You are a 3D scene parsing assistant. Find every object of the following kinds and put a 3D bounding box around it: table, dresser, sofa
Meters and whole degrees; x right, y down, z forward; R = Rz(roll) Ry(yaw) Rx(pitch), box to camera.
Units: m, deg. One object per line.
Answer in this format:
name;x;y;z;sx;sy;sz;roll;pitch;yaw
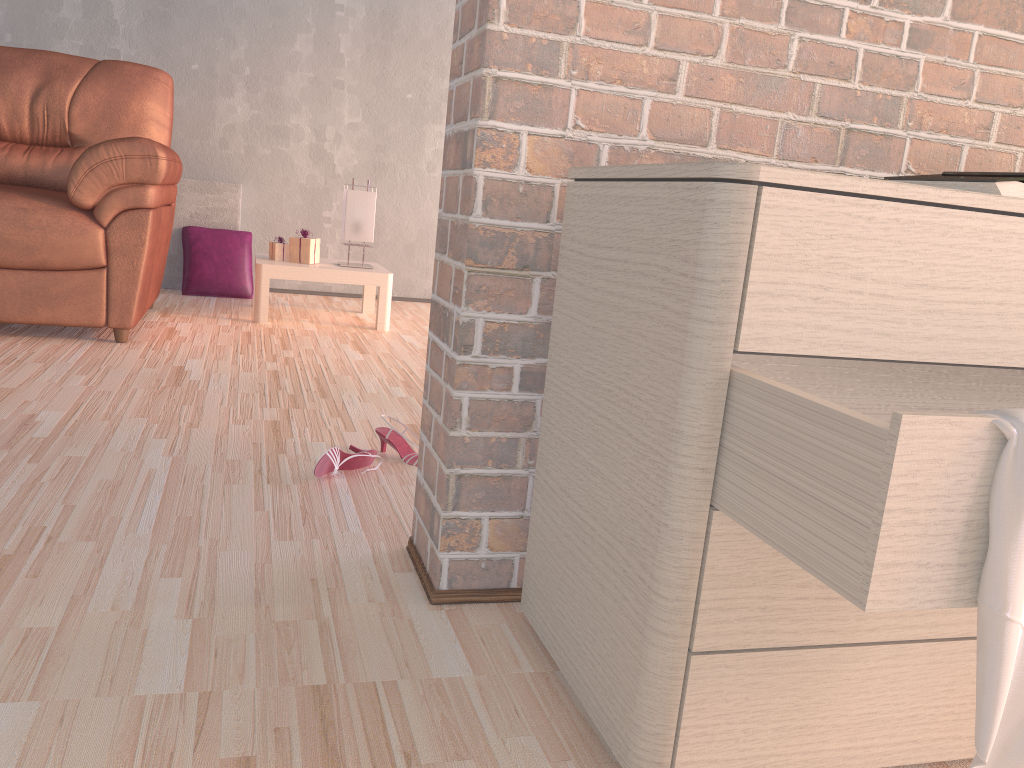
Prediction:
table;-0.836;-0.406;3.862;0.548;0.241;0.548;2;12;-17
dresser;0.929;0.127;1.129;1.686;0.612;0.605;2;12;-17
sofa;-2.258;-0.758;2.905;2.202;0.923;0.981;2;12;-17

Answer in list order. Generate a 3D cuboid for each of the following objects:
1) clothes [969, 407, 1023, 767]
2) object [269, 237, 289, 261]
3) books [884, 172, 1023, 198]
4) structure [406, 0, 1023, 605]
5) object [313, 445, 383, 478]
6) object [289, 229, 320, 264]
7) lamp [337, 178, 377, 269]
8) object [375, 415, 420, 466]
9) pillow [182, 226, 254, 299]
clothes;0.453;0.200;0.696;0.325;0.369;0.097;3;12;-16
object;-0.960;-0.577;3.786;0.080;0.105;0.152;16;15;40
books;0.564;-0.225;1.030;0.209;0.040;0.146;0;13;-27
structure;0.589;-0.200;1.448;1.422;1.057;0.211;2;12;-17
object;-0.327;0.152;1.772;0.078;0.066;0.192;10;12;18
object;-0.872;-0.582;3.734;0.099;0.147;0.102;8;11;11
lamp;-0.661;-0.689;3.807;0.140;0.376;0.140;2;12;-17
object;-0.218;0.125;1.916;0.188;0.085;0.069;10;12;21
pillow;-1.417;-0.582;4.271;0.327;0.326;0.241;1;12;-23
